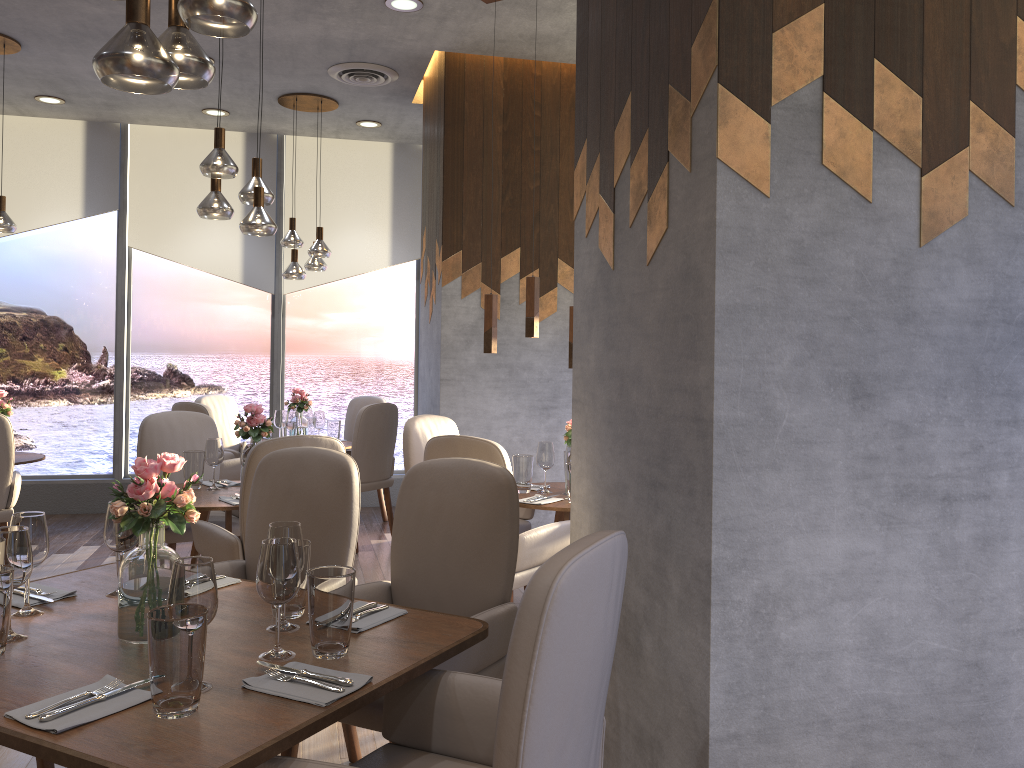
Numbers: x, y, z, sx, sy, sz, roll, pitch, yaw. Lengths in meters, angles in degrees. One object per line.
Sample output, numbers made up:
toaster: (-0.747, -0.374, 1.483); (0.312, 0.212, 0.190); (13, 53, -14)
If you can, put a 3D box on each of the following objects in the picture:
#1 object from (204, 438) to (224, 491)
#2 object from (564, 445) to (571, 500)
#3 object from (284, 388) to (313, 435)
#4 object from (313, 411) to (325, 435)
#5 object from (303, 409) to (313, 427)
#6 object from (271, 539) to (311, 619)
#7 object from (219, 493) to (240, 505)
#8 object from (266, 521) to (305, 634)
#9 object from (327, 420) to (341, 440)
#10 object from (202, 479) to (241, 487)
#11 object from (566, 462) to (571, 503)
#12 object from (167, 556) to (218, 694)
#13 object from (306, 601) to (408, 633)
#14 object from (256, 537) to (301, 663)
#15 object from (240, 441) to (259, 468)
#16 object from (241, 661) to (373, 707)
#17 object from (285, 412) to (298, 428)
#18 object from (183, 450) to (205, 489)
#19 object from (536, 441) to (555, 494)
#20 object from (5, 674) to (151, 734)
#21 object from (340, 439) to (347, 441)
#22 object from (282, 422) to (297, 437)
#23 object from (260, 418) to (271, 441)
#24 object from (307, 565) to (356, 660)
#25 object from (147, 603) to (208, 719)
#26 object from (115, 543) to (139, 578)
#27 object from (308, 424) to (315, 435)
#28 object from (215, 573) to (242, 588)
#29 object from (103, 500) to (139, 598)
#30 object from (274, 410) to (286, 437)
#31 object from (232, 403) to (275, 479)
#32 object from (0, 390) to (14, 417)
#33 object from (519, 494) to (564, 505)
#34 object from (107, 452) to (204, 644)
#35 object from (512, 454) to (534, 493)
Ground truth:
object: (-1.422, 0.382, 4.231); (0.092, 0.244, 0.092); (1, 0, -20)
object: (0.286, 0.410, 4.109); (0.092, 0.244, 0.092); (1, 0, 36)
object: (-1.573, 0.234, 6.560); (0.210, 0.416, 0.198); (1, 0, 24)
object: (-1.420, 0.323, 6.520); (0.092, 0.244, 0.092); (1, 0, 17)
object: (-1.551, 0.316, 6.708); (0.092, 0.244, 0.092); (1, 0, -11)
object: (-0.546, 0.477, 2.169); (0.102, 0.178, 0.102); (1, 0, 35)
object: (-1.198, 0.505, 3.923); (0.157, 0.019, 0.255); (0, 2, -38)
object: (-0.530, 0.447, 2.061); (0.092, 0.244, 0.092); (1, 0, -36)
object: (-1.311, 0.357, 6.520); (0.102, 0.178, 0.102); (1, 0, 13)
object: (-1.439, 0.490, 4.396); (0.157, 0.019, 0.255); (0, 2, -39)
object: (0.293, 0.446, 4.000); (0.102, 0.178, 0.102); (1, 0, -11)
object: (-0.606, 0.456, 1.681); (0.092, 0.244, 0.092); (1, 0, -18)
object: (-0.384, 0.560, 2.135); (0.157, 0.019, 0.255); (2, 2, 29)
object: (-0.493, 0.453, 1.869); (0.092, 0.244, 0.092); (1, 0, 7)
object: (-1.207, 0.388, 4.089); (0.092, 0.244, 0.092); (1, 0, 32)
object: (-0.414, 0.570, 1.724); (0.255, 0.019, 0.157); (2, 2, 27)
object: (-1.590, 0.323, 6.399); (0.092, 0.244, 0.092); (1, 0, -32)
object: (-1.529, 0.412, 4.257); (0.102, 0.178, 0.102); (1, 0, -33)
object: (0.161, 0.404, 4.294); (0.092, 0.244, 0.092); (1, 0, -39)
object: (-0.758, 0.568, 1.608); (0.157, 0.019, 0.255); (2, 2, 30)
object: (-1.402, 0.429, 6.776); (0.157, 0.019, 0.255); (2, 2, 31)
object: (-1.583, 0.359, 6.289); (0.102, 0.178, 0.102); (1, 0, -41)
object: (-1.835, 0.348, 6.589); (0.102, 0.178, 0.102); (1, 0, 4)
object: (-0.386, 0.487, 1.889); (0.102, 0.178, 0.102); (1, 0, 23)
object: (-0.594, 0.492, 1.572); (0.102, 0.178, 0.102); (1, 0, -34)
object: (-1.045, 0.462, 2.450); (0.102, 0.178, 0.102); (1, 0, 35)
object: (-1.563, 0.346, 6.817); (0.102, 0.178, 0.102); (1, 0, -3)
object: (-0.883, 0.545, 2.416); (0.157, 0.019, 0.255); (2, 2, 29)
object: (-1.030, 0.433, 2.342); (0.092, 0.244, 0.092); (1, 0, -13)
object: (-1.725, 0.317, 6.587); (0.092, 0.244, 0.092); (1, 0, -33)
object: (-1.244, 0.298, 4.270); (0.198, 0.416, 0.210); (1, 0, 34)
object: (-3.146, 0.241, 5.397); (0.210, 0.416, 0.198); (1, 0, -41)
object: (0.131, 0.522, 4.044); (0.157, 0.019, 0.255); (2, 2, 33)
object: (-0.805, 0.363, 2.000); (0.210, 0.416, 0.198); (1, 0, -36)
object: (0.052, 0.435, 4.282); (0.102, 0.178, 0.102); (1, 0, -33)
